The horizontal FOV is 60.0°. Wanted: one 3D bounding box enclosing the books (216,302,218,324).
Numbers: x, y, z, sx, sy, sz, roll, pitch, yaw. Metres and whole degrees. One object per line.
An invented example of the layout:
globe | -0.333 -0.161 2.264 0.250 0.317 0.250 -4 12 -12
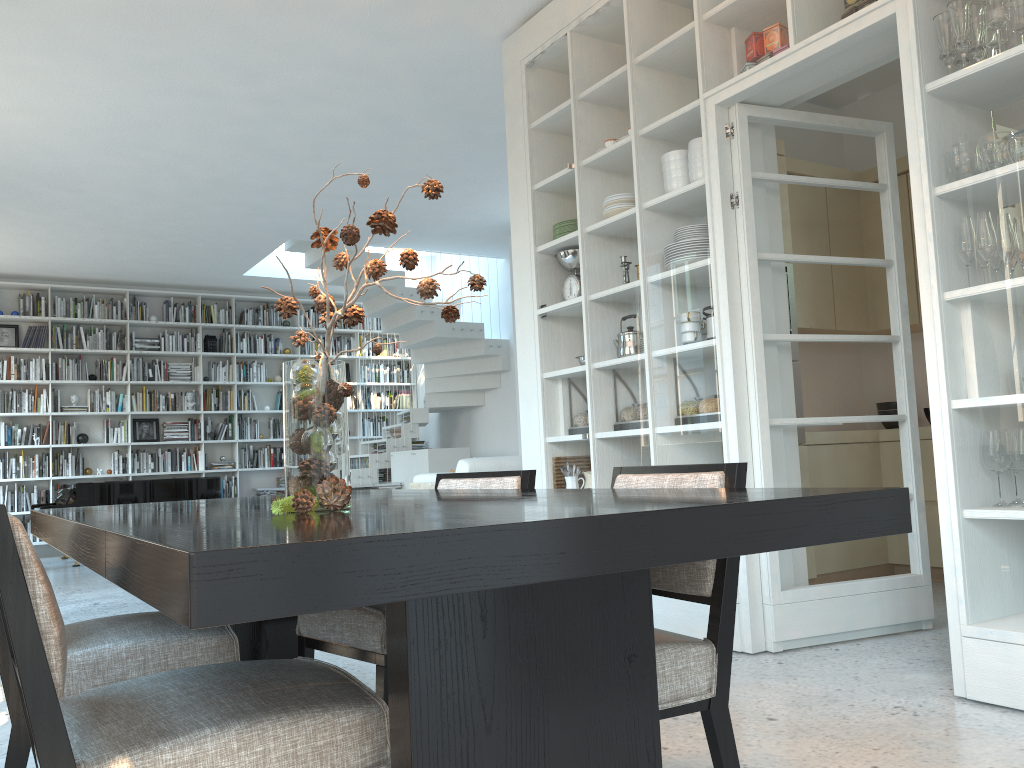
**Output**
books | -3.799 -0.887 11.388 0.010 0.297 0.167 0 -5 -32

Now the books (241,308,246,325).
books | -3.503 -0.858 11.572 0.009 0.244 0.173 0 -5 -32

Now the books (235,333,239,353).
books | -3.564 -0.513 11.497 0.012 0.285 0.159 0 -5 -32

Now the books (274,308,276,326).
books | -3.168 -0.882 11.797 0.019 0.299 0.137 0 -5 -32

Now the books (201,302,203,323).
books | -3.964 -0.888 11.292 0.007 0.298 0.181 0 -5 -32

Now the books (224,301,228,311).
books | -3.697 -0.899 11.482 0.012 0.329 0.128 0 -5 -32

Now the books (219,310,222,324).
books | -3.762 -0.839 11.404 0.024 0.201 0.180 0 -6 -32

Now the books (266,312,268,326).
books | -3.254 -0.836 11.710 0.018 0.200 0.188 0 -6 -32

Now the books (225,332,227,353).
books | -3.697 -0.518 11.402 0.021 0.288 0.179 0 -5 -32

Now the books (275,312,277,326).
books | -3.166 -0.891 11.819 0.008 0.321 0.133 0 -5 -32

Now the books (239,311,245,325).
books | -3.522 -0.839 11.551 0.046 0.206 0.183 0 -6 -32

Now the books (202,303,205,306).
books | -3.937 -0.877 11.316 0.007 0.279 0.150 0 -5 -32

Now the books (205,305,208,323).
books | -3.915 -0.869 11.318 0.034 0.260 0.157 0 -5 -32

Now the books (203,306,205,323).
books | -3.934 -0.860 11.286 0.007 0.239 0.191 0 -5 -32

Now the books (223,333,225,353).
books | -3.720 -0.510 11.394 0.022 0.271 0.181 0 -5 -32

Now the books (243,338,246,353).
books | -3.499 -0.476 11.521 0.026 0.207 0.181 0 -6 -32

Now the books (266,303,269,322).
books | -3.247 -0.898 11.738 0.007 0.329 0.184 0 -5 -32

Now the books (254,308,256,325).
books | -3.400 -0.862 11.649 0.021 0.256 0.169 0 -5 -32

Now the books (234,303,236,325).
books | -3.608 -0.890 11.498 0.019 0.304 0.176 0 -5 -32

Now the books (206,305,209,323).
books | -3.901 -0.869 11.336 0.008 0.262 0.142 0 -5 -32

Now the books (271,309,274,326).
books | -3.200 -0.859 11.771 0.024 0.252 0.150 0 -5 -32

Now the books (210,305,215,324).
books | -3.848 -0.866 11.351 0.054 0.254 0.191 0 -5 -32

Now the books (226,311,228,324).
books | -3.699 -0.834 11.453 0.022 0.194 0.182 0 -6 -32

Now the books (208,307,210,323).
books | -3.881 -0.856 11.326 0.015 0.233 0.171 0 -5 -32

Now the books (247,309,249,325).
books | -3.464 -0.851 11.590 0.013 0.229 0.174 0 -5 -32

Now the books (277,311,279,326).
books | -3.136 -0.881 11.803 0.013 0.296 0.188 0 -5 -32

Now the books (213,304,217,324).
books | -3.824 -0.874 11.392 0.030 0.274 0.151 0 -5 -32

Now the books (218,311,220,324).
books | -3.781 -0.828 11.390 0.022 0.179 0.173 0 -6 -32

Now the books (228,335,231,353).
books | -3.656 -0.499 11.420 0.013 0.248 0.186 0 -5 -32

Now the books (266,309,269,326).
books | -3.252 -0.859 11.732 0.008 0.250 0.170 0 -5 -32

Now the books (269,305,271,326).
books | -3.228 -0.885 11.729 0.015 0.299 0.183 0 -5 -32

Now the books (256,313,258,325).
books | -3.385 -0.827 11.675 0.031 0.190 0.132 0 -5 -32

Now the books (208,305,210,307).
books | -3.892 -0.868 11.363 0.007 0.264 0.133 0 -5 -32

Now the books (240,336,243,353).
books | -3.532 -0.491 11.524 0.026 0.243 0.148 0 -5 -32

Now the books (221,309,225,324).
books | -3.737 -0.845 11.416 0.031 0.213 0.169 0 -5 -32

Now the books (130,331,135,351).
books | -4.630 -0.504 10.818 0.021 0.249 0.192 0 -5 -32

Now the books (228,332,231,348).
books | -3.654 -0.517 11.463 0.005 0.291 0.130 0 -5 -32

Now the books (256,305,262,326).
books | -3.331 -0.879 11.694 0.024 0.292 0.167 0 -5 -32

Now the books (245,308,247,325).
books | -3.499 -0.857 11.585 0.011 0.244 0.172 0 -5 -32

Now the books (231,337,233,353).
books | -3.629 -0.481 11.435 0.008 0.213 0.224 0 -6 -32

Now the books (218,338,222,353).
books | -3.749 -0.479 11.396 0.019 0.213 0.156 0 -5 -32

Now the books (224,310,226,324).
books | -3.724 -0.838 11.447 0.025 0.203 0.162 0 -5 -32

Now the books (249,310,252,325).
books | -3.445 -0.847 11.618 0.028 0.226 0.163 0 -5 -32

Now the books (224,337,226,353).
books | -3.716 -0.481 11.412 0.024 0.217 0.169 0 -5 -32

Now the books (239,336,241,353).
books | -3.551 -0.489 11.519 0.012 0.239 0.139 0 -5 -32

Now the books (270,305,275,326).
books | -3.184 -0.887 11.774 0.008 0.306 0.183 0 -5 -32

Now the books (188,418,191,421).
books | -4.039 0.576 11.119 0.011 0.298 0.130 0 -5 -32

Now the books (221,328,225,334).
books | -3.723 -0.542 11.414 0.025 0.339 0.143 0 -5 -32

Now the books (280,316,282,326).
books | -3.100 -0.838 11.819 0.014 0.208 0.188 0 -6 -32

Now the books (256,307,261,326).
books | -3.340 -0.865 11.659 0.028 0.258 0.185 0 -5 -32

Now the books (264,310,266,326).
books | -3.281 -0.850 11.708 0.018 0.231 0.160 0 -5 -32

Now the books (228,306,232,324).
books | -3.661 -0.864 11.462 0.029 0.252 0.186 0 -5 -32

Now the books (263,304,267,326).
books | -3.275 -0.890 11.722 0.006 0.312 0.179 0 -5 -32

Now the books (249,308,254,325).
books | -3.421 -0.862 11.634 0.030 0.255 0.161 0 -5 -32

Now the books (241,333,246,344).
books | -3.494 -0.511 11.548 0.011 0.283 0.173 0 -5 -32

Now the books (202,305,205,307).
books | -3.936 -0.869 11.302 0.006 0.259 0.166 0 -5 -32

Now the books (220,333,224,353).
books | -3.727 -0.511 11.374 0.021 0.272 0.190 0 -5 -32
